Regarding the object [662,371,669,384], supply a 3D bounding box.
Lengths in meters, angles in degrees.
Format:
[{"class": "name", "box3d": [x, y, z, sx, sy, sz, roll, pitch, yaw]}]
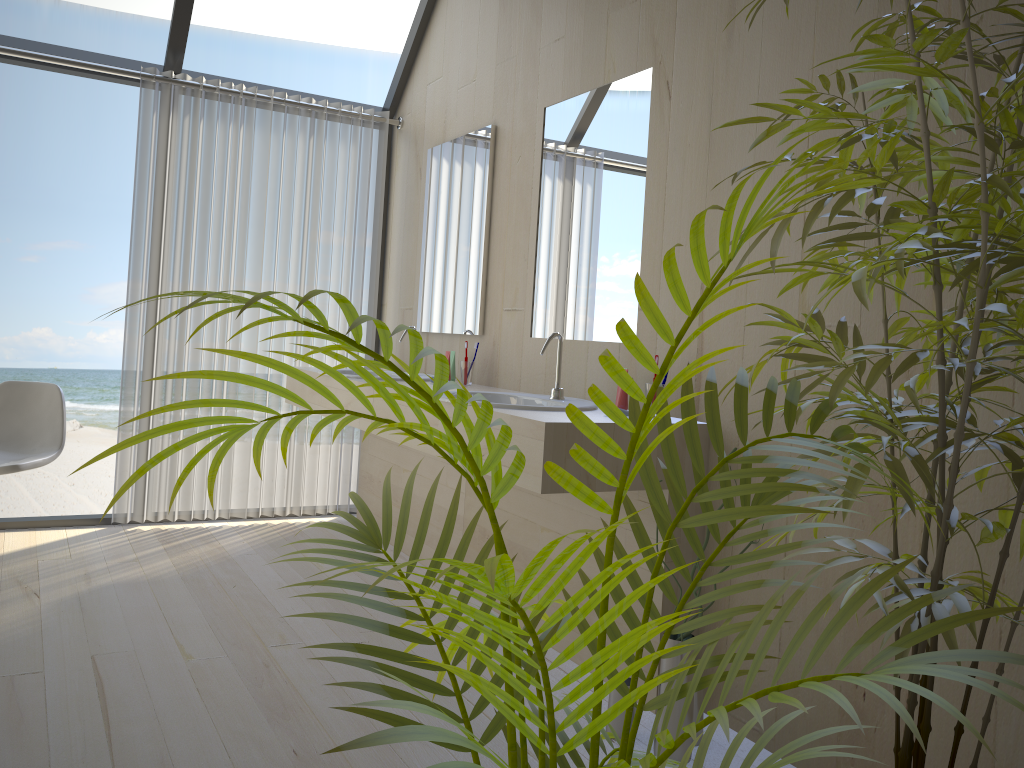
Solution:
[{"class": "object", "box3d": [0.420, 0.009, 2.501, 0.054, 0.175, 0.012, 4, 0, -4]}]

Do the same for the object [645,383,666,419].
[{"class": "object", "box3d": [0.402, 0.049, 2.500, 0.058, 0.100, 0.058, 3, 0, -19]}]

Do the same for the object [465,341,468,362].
[{"class": "object", "box3d": [-0.185, -0.082, 3.527, 0.012, 0.178, 0.050, 3, 0, 10]}]

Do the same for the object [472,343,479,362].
[{"class": "object", "box3d": [-0.164, -0.081, 3.556, 0.054, 0.175, 0.012, 4, 0, -4]}]

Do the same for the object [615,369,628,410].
[{"class": "object", "box3d": [0.318, 0.024, 2.555, 0.039, 0.135, 0.039, 3, 0, 12]}]

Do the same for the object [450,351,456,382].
[{"class": "object", "box3d": [-0.252, -0.072, 3.724, 0.039, 0.135, 0.039, 3, 0, 20]}]

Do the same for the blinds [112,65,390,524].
[{"class": "blinds", "box3d": [-1.229, -0.389, 4.288, 1.181, 2.071, 0.084, 3, 0, -29]}]

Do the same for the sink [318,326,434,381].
[{"class": "sink", "box3d": [-0.577, -0.052, 3.829, 0.503, 0.419, 0.575, 3, 2, -26]}]

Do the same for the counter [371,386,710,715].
[{"class": "counter", "box3d": [0.006, 0.451, 2.823, 0.549, 0.791, 1.208, 3, 2, -29]}]

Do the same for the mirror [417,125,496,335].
[{"class": "mirror", "box3d": [-0.260, -0.659, 3.932, 0.023, 0.868, 0.654, 4, 1, -29]}]

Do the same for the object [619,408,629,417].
[{"class": "object", "box3d": [0.309, 0.076, 2.474, 0.104, 0.029, 0.032, 4, 2, 11]}]

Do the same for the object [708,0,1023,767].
[{"class": "object", "box3d": [0.650, 0.079, 1.256, 0.786, 1.757, 0.936, 4, 0, -4]}]

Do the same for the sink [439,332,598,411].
[{"class": "sink", "box3d": [0.006, 0.038, 2.774, 0.503, 0.419, 0.575, 3, 2, -26]}]

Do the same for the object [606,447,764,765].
[{"class": "object", "box3d": [0.462, 0.526, 2.233, 0.406, 0.749, 0.274, 3, 0, -41]}]

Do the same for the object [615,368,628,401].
[{"class": "object", "box3d": [0.331, 0.019, 2.668, 0.039, 0.135, 0.039, 3, 0, 12]}]

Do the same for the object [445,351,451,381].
[{"class": "object", "box3d": [-0.265, -0.067, 3.610, 0.039, 0.135, 0.039, 3, 0, 20]}]

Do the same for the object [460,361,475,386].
[{"class": "object", "box3d": [-0.182, -0.041, 3.556, 0.058, 0.100, 0.058, 3, 0, -22]}]

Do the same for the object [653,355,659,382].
[{"class": "object", "box3d": [0.399, 0.008, 2.471, 0.012, 0.178, 0.050, 3, 0, 10]}]

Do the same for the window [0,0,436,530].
[{"class": "window", "box3d": [-2.528, -0.763, 3.338, 4.554, 2.814, 0.746, 2, 0, -29]}]

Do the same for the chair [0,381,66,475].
[{"class": "chair", "box3d": [-1.999, 0.173, 3.474, 0.369, 0.347, 0.454, 4, 2, -1]}]

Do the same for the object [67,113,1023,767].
[{"class": "object", "box3d": [-0.001, 0.347, 0.855, 0.916, 1.157, 0.751, 4, 1, 5]}]

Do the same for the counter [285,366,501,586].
[{"class": "counter", "box3d": [-0.578, 0.361, 3.878, 0.549, 0.791, 1.208, 3, 2, -29]}]

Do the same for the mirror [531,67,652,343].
[{"class": "mirror", "box3d": [0.266, -0.580, 3.038, 0.023, 0.868, 0.654, 4, 1, -29]}]

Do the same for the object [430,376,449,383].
[{"class": "object", "box3d": [-0.274, -0.014, 3.530, 0.104, 0.029, 0.032, 4, 2, 11]}]
